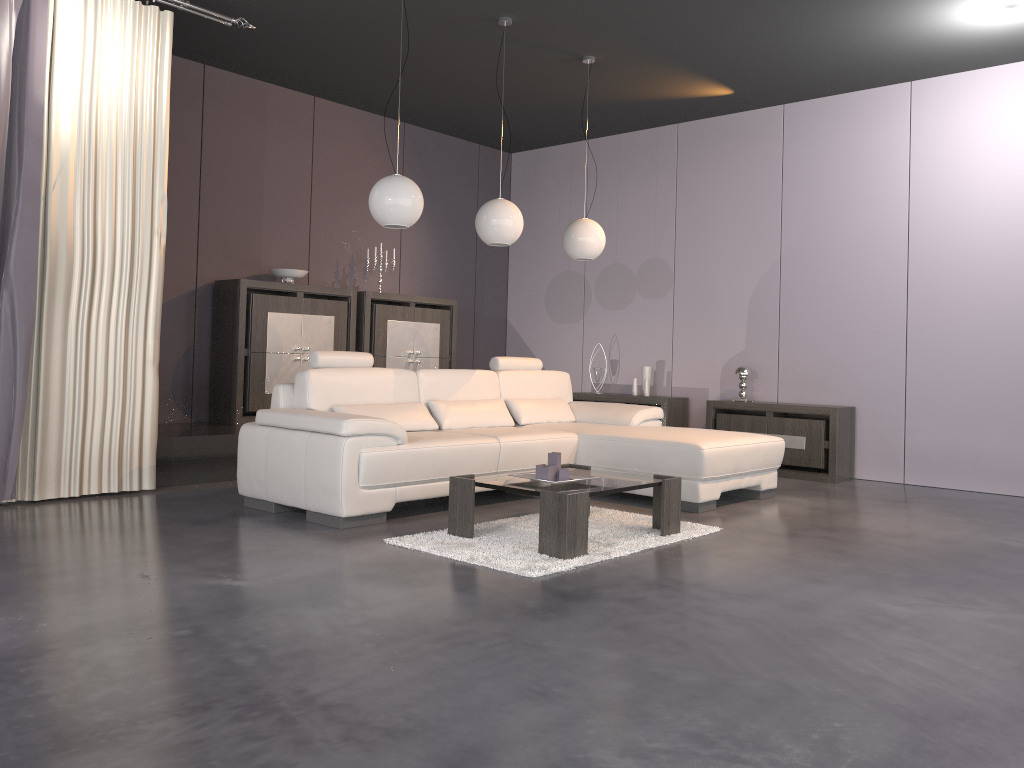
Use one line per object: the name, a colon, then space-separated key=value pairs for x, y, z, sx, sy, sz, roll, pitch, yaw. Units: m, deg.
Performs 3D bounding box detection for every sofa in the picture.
sofa: x=0.134 y=0.266 z=5.271 sx=1.869 sy=0.859 sz=2.859 roll=2 pitch=2 yaw=42

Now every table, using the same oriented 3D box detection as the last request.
table: x=0.266 y=0.580 z=4.235 sx=0.701 sy=0.271 sz=0.904 roll=3 pitch=2 yaw=42

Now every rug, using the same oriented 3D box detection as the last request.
rug: x=0.246 y=0.718 z=4.227 sx=0.917 sy=0.023 sz=1.525 roll=3 pitch=2 yaw=42

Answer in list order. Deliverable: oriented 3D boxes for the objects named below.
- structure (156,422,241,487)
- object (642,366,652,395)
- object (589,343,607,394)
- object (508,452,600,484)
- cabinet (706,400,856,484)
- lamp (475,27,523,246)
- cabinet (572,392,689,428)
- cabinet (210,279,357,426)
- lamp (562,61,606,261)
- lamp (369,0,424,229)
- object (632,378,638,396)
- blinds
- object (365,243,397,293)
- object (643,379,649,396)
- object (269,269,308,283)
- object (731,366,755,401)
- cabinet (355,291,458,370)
structure: x=-3.042 y=0.459 z=5.138 sx=1.001 sy=0.301 sz=8.764 roll=3 pitch=2 yaw=42
object: x=1.193 y=-0.028 z=7.872 sx=0.089 sy=0.264 sz=0.089 roll=2 pitch=-1 yaw=3
object: x=0.791 y=-0.147 z=8.137 sx=0.123 sy=0.466 sz=0.108 roll=1 pitch=-2 yaw=43
object: x=0.196 y=0.387 z=4.153 sx=0.304 sy=0.137 sz=0.304 roll=1 pitch=1 yaw=-44
cabinet: x=2.087 y=0.431 z=6.961 sx=1.073 sy=0.555 sz=0.377 roll=2 pitch=0 yaw=42
lamp: x=-0.064 y=-1.588 z=5.621 sx=0.306 sy=1.416 sz=0.307 roll=0 pitch=-2 yaw=45
cabinet: x=1.007 y=0.375 z=7.924 sx=1.073 sy=0.555 sz=0.377 roll=2 pitch=0 yaw=42
cabinet: x=-1.760 y=-0.240 z=6.968 sx=0.412 sy=1.076 sz=1.071 roll=1 pitch=-1 yaw=42
lamp: x=0.525 y=-1.589 z=6.288 sx=0.307 sy=1.416 sz=0.306 roll=3 pitch=-2 yaw=-45
lamp: x=-0.633 y=-1.588 z=4.983 sx=0.307 sy=1.416 sz=0.306 roll=1 pitch=-1 yaw=9
object: x=1.089 y=0.026 z=7.846 sx=0.051 sy=0.152 sz=0.051 roll=1 pitch=-1 yaw=20
blinds: x=-2.744 y=-0.865 z=4.340 sx=0.249 sy=3.000 sz=3.285 roll=0 pitch=-1 yaw=42
object: x=-1.140 y=-1.001 z=7.677 sx=0.229 sy=0.446 sz=0.229 roll=2 pitch=-1 yaw=-31
object: x=1.180 y=0.031 z=7.765 sx=0.051 sy=0.152 sz=0.051 roll=1 pitch=-1 yaw=20
object: x=-1.768 y=-0.837 z=7.004 sx=0.308 sy=0.117 sz=0.309 roll=1 pitch=1 yaw=-15
object: x=1.880 y=-0.007 z=7.203 sx=0.140 sy=0.284 sz=0.140 roll=1 pitch=-1 yaw=42
cabinet: x=-0.985 y=-0.240 z=7.837 sx=0.412 sy=1.076 sz=1.071 roll=1 pitch=-1 yaw=42
